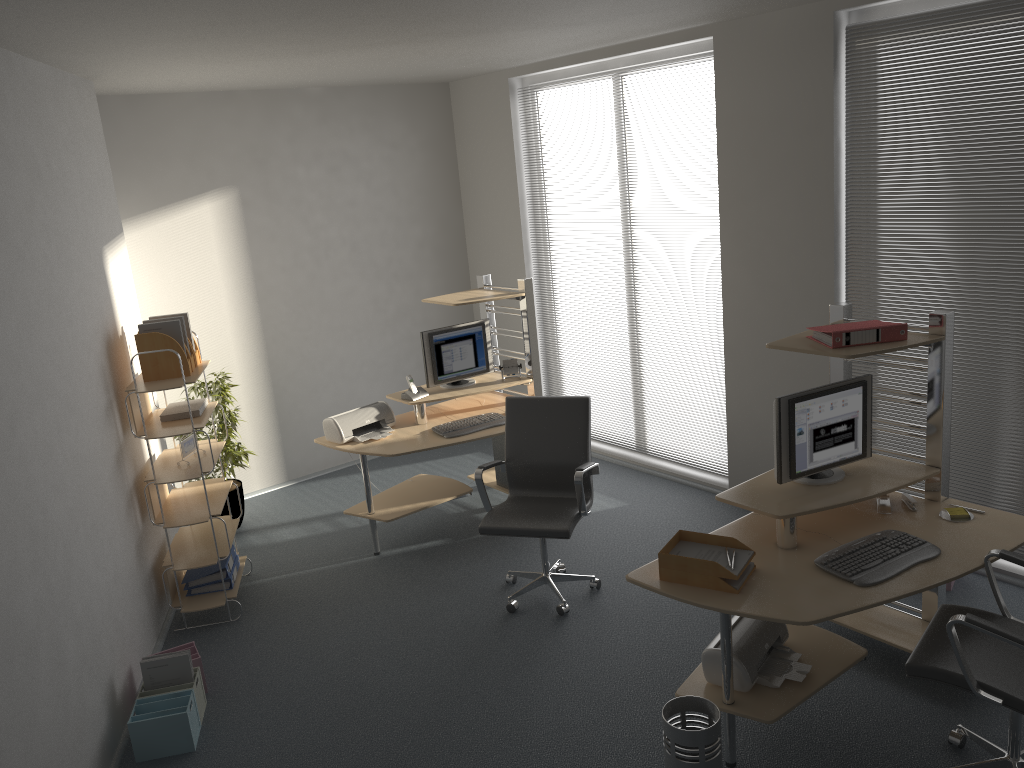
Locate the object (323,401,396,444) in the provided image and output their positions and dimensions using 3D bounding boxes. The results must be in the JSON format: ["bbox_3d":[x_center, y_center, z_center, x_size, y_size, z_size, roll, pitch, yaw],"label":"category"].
[{"bbox_3d":[-0.918,0.247,5.607,0.351,0.162,0.438,9,20,44],"label":"object"}]

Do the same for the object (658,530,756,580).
[{"bbox_3d":[0.749,0.652,3.407,0.309,0.060,0.225,4,17,31],"label":"object"}]

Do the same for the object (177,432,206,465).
[{"bbox_3d":[-1.807,0.346,4.967,0.077,0.161,0.192,-3,15,9],"label":"object"}]

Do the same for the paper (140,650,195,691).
[{"bbox_3d":[-1.564,1.387,4.067,0.220,0.306,0.068,-8,15,-9],"label":"paper"}]

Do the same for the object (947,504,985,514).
[{"bbox_3d":[1.924,0.528,3.762,0.011,0.011,0.158,-17,19,-38],"label":"object"}]

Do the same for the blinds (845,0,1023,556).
[{"bbox_3d":[2.489,-0.422,4.263,0.022,2.770,1.950,-16,18,-35],"label":"blinds"}]

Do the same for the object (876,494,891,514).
[{"bbox_3d":[1.620,0.504,3.864,0.054,0.064,0.159,0,15,20],"label":"object"}]

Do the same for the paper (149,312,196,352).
[{"bbox_3d":[-1.918,-0.244,5.024,0.213,0.297,0.045,-7,15,-6],"label":"paper"}]

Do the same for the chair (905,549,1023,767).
[{"bbox_3d":[1.766,0.949,3.061,0.652,1.048,0.584,6,19,38],"label":"chair"}]

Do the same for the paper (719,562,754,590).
[{"bbox_3d":[0.757,0.718,3.424,0.297,0.019,0.210,4,17,31],"label":"paper"}]

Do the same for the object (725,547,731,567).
[{"bbox_3d":[0.824,0.660,3.381,0.008,0.009,0.159,-3,15,8],"label":"object"}]

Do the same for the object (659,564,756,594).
[{"bbox_3d":[0.755,0.706,3.421,0.309,0.060,0.225,4,17,31],"label":"object"}]

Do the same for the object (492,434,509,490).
[{"bbox_3d":[0.094,0.517,6.042,0.199,0.422,0.471,-16,18,-35],"label":"object"}]

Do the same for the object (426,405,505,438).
[{"bbox_3d":[-0.393,0.232,5.837,0.478,0.082,0.814,-13,16,-28],"label":"object"}]

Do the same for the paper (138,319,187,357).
[{"bbox_3d":[-1.878,-0.186,4.786,0.213,0.297,0.045,-8,15,-11],"label":"paper"}]

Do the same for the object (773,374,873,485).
[{"bbox_3d":[1.316,0.195,3.827,0.516,0.418,0.245,-9,15,-14],"label":"object"}]

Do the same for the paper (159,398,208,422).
[{"bbox_3d":[-1.852,0.145,5.018,0.213,0.046,0.297,-8,15,-9],"label":"paper"}]

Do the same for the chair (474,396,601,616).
[{"bbox_3d":[0.155,0.655,4.796,0.584,1.048,0.652,-1,15,19],"label":"chair"}]

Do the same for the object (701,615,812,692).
[{"bbox_3d":[1.011,1.060,3.556,0.351,0.162,0.438,5,18,36],"label":"object"}]

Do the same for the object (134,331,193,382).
[{"bbox_3d":[-1.870,-0.163,4.772,0.243,0.259,0.113,-8,15,-11],"label":"object"}]

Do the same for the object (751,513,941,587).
[{"bbox_3d":[1.275,0.638,3.652,0.478,0.082,0.814,-13,16,-28],"label":"object"}]

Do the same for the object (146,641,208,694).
[{"bbox_3d":[-1.626,1.410,4.281,0.245,0.202,0.185,-13,16,-27],"label":"object"}]

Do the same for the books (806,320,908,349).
[{"bbox_3d":[1.455,-0.228,3.759,0.320,0.072,0.262,-7,15,-4],"label":"books"}]

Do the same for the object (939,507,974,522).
[{"bbox_3d":[1.859,0.540,3.710,0.132,0.026,0.132,-16,18,-35],"label":"object"}]

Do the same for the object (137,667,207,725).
[{"bbox_3d":[-1.555,1.458,4.071,0.245,0.202,0.185,-8,15,-9],"label":"object"}]

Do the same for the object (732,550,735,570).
[{"bbox_3d":[0.838,0.665,3.354,0.008,0.009,0.159,-1,15,17],"label":"object"}]

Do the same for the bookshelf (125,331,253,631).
[{"bbox_3d":[-1.814,0.522,5.017,0.381,1.572,0.724,-8,15,-9],"label":"bookshelf"}]

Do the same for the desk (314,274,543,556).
[{"bbox_3d":[-0.407,0.208,5.692,1.469,1.566,0.967,-16,18,-35],"label":"desk"}]

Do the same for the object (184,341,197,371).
[{"bbox_3d":[-1.895,-0.191,4.890,0.243,0.259,0.113,-8,15,-8],"label":"object"}]

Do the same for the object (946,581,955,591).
[{"bbox_3d":[2.230,0.935,4.662,0.185,0.202,0.245,5,18,34],"label":"object"}]

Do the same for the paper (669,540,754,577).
[{"bbox_3d":[0.752,0.668,3.411,0.297,0.010,0.210,4,17,31],"label":"paper"}]

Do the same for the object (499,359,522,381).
[{"bbox_3d":[-0.008,-0.098,6.012,0.154,0.135,0.093,-5,15,0],"label":"object"}]

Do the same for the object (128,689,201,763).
[{"bbox_3d":[-1.519,1.501,3.894,0.245,0.202,0.185,-8,15,-9],"label":"object"}]

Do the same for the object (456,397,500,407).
[{"bbox_3d":[-0.143,0.148,6.056,0.168,0.088,0.742,-15,17,-33],"label":"object"}]

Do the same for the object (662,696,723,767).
[{"bbox_3d":[0.663,1.366,3.242,0.208,0.377,0.208,-4,15,7],"label":"object"}]

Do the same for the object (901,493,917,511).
[{"bbox_3d":[1.725,0.508,3.850,0.022,0.042,0.134,-4,15,6],"label":"object"}]

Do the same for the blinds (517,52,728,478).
[{"bbox_3d":[0.777,-0.823,6.444,0.037,2.749,1.950,-16,18,-35],"label":"blinds"}]

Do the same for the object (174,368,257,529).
[{"bbox_3d":[-2.060,0.473,6.162,0.544,1.147,0.644,-7,15,-7],"label":"object"}]

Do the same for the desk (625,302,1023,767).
[{"bbox_3d":[1.300,0.608,3.515,1.469,1.566,0.967,-16,18,-35],"label":"desk"}]

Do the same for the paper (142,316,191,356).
[{"bbox_3d":[-1.902,-0.215,4.904,0.213,0.297,0.045,-8,15,-8],"label":"paper"}]

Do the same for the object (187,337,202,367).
[{"bbox_3d":[-1.912,-0.221,5.009,0.243,0.259,0.113,-7,15,-6],"label":"object"}]

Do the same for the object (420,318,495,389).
[{"bbox_3d":[-0.379,-0.201,5.984,0.516,0.418,0.245,-11,16,-21],"label":"object"}]

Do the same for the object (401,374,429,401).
[{"bbox_3d":[-0.643,0.015,5.787,0.119,0.151,0.150,6,19,38],"label":"object"}]

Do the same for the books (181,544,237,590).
[{"bbox_3d":[-1.755,1.059,5.144,0.263,0.100,0.320,-8,15,-8],"label":"books"}]

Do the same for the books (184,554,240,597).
[{"bbox_3d":[-1.741,1.110,5.159,0.262,0.072,0.320,-8,15,-8],"label":"books"}]
